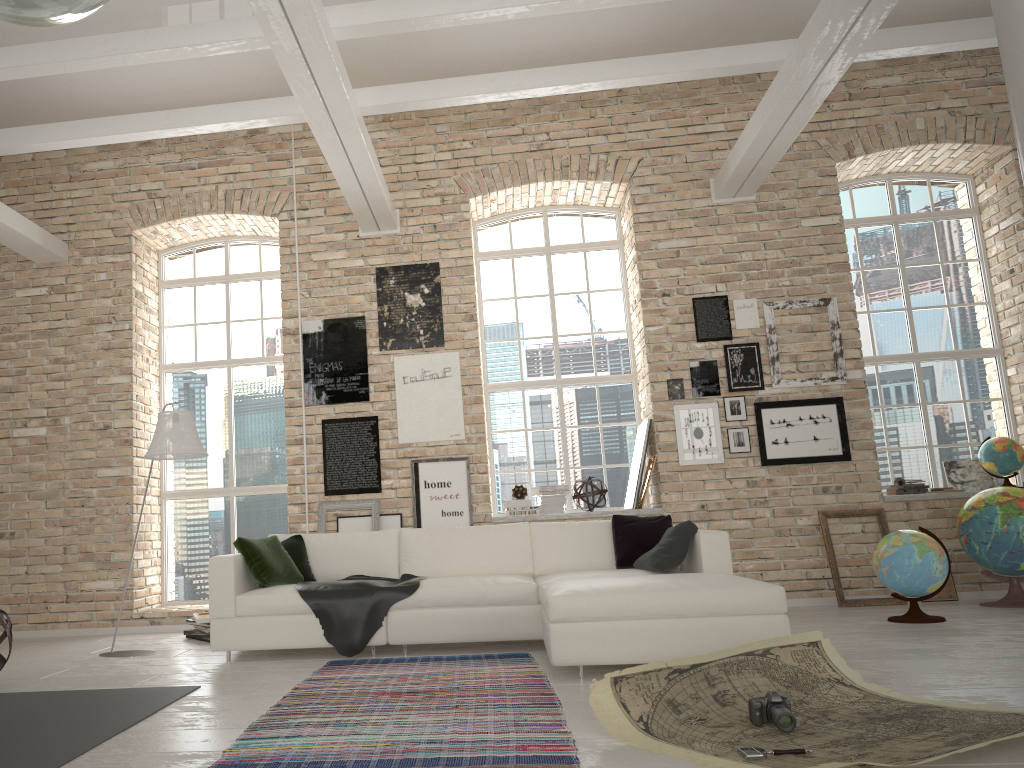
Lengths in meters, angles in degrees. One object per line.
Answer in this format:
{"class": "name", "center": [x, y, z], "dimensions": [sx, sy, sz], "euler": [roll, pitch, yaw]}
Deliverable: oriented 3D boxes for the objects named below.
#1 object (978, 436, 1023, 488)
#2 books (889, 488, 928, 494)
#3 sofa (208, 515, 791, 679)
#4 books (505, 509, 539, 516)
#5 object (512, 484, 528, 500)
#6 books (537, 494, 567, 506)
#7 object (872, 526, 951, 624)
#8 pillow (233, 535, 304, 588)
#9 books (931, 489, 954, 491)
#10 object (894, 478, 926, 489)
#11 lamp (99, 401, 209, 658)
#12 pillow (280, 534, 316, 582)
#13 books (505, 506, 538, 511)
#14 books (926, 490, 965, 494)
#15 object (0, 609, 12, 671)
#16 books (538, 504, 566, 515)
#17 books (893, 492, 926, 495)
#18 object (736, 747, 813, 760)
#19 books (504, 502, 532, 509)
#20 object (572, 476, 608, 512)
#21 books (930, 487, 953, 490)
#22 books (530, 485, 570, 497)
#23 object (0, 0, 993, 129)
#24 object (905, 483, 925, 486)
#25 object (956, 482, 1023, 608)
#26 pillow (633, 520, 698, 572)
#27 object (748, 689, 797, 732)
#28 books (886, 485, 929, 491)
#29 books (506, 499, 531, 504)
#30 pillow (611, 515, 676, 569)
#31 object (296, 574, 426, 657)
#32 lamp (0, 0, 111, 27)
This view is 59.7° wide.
{"class": "object", "center": [4.118, 0.662, 7.479], "dimensions": [0.338, 0.466, 0.321], "euler": [-5, -9, 8]}
{"class": "books", "center": [3.322, 0.902, 7.507], "dimensions": [0.257, 0.030, 0.201], "euler": [-4, -9, 3]}
{"class": "sofa", "center": [-0.309, 1.296, 5.545], "dimensions": [3.327, 0.843, 2.138], "euler": [-4, -9, 5]}
{"class": "books", "center": [0.083, 1.124, 7.770], "dimensions": [0.278, 0.048, 0.217], "euler": [-3, -9, 0]}
{"class": "object", "center": [0.069, 0.955, 7.861], "dimensions": [0.151, 0.138, 0.134], "euler": [-9, -11, 30]}
{"class": "books", "center": [0.358, 1.047, 8.049], "dimensions": [0.238, 0.088, 0.317], "euler": [-3, -9, -3]}
{"class": "object", "center": [2.695, 1.284, 6.016], "dimensions": [0.477, 0.632, 0.417], "euler": [-13, -13, 43]}
{"class": "pillow", "center": [-1.667, 1.210, 6.103], "dimensions": [0.323, 0.344, 0.392], "euler": [-9, -10, 27]}
{"class": "books", "center": [3.524, 0.867, 7.296], "dimensions": [0.102, 0.014, 0.138], "euler": [0, -9, -16]}
{"class": "object", "center": [3.360, 0.835, 7.521], "dimensions": [0.447, 0.090, 0.101], "euler": [6, -13, -44]}
{"class": "lamp", "center": [-2.586, 1.041, 6.446], "dimensions": [1.068, 1.779, 0.421], "euler": [-11, -12, 37]}
{"class": "pillow", "center": [-1.637, 1.266, 6.371], "dimensions": [0.384, 0.366, 0.334], "euler": [4, -12, -40]}
{"class": "books", "center": [0.083, 1.088, 7.776], "dimensions": [0.273, 0.024, 0.217], "euler": [-3, -9, 0]}
{"class": "books", "center": [3.535, 0.882, 7.286], "dimensions": [0.231, 0.022, 0.173], "euler": [-4, -9, 4]}
{"class": "object", "center": [-3.175, 1.490, 5.153], "dimensions": [0.515, 0.544, 0.566], "euler": [0, -10, -21]}
{"class": "books", "center": [0.364, 1.129, 8.034], "dimensions": [0.243, 0.088, 0.310], "euler": [-4, -9, 7]}
{"class": "books", "center": [3.324, 0.927, 7.498], "dimensions": [0.259, 0.025, 0.199], "euler": [-4, -9, 5]}
{"class": "object", "center": [0.847, 1.178, 2.850], "dimensions": [0.229, 0.019, 0.096], "euler": [-3, -9, 2]}
{"class": "books", "center": [0.048, 1.062, 7.797], "dimensions": [0.199, 0.041, 0.198], "euler": [-1, -9, -11]}
{"class": "object", "center": [0.675, 0.954, 7.730], "dimensions": [0.303, 0.308, 0.309], "euler": [-3, -9, -6]}
{"class": "books", "center": [3.518, 0.856, 7.306], "dimensions": [0.128, 0.013, 0.106], "euler": [0, -10, -21]}
{"class": "books", "center": [0.342, 0.963, 8.057], "dimensions": [0.295, 0.085, 0.236], "euler": [-1, -9, -15]}
{"class": "object", "center": [0.022, -1.143, 3.073], "dimensions": [10.263, 4.808, 11.701], "euler": [-4, -9, 2]}
{"class": "object", "center": [3.326, 0.853, 7.504], "dimensions": [0.216, 0.021, 0.156], "euler": [-4, -9, 4]}
{"class": "object", "center": [3.698, 1.199, 6.607], "dimensions": [0.627, 0.926, 0.682], "euler": [0, -10, -22]}
{"class": "pillow", "center": [0.979, 1.033, 5.702], "dimensions": [0.337, 0.306, 0.420], "euler": [-2, -9, -8]}
{"class": "object", "center": [0.951, 1.182, 3.231], "dimensions": [0.151, 0.124, 0.167], "euler": [-4, -9, 3]}
{"class": "books", "center": [3.330, 0.876, 7.511], "dimensions": [0.259, 0.026, 0.202], "euler": [-3, -9, -1]}
{"class": "books", "center": [0.052, 1.027, 7.801], "dimensions": [0.182, 0.030, 0.178], "euler": [-2, -9, -8]}
{"class": "pillow", "center": [0.906, 1.084, 6.120], "dimensions": [0.433, 0.391, 0.238], "euler": [-5, -9, 5]}
{"class": "object", "center": [-0.994, 1.526, 5.947], "dimensions": [0.903, 0.465, 0.768], "euler": [-4, -9, 2]}
{"class": "lamp", "center": [-1.108, -1.570, 2.043], "dimensions": [0.523, 1.602, 0.480], "euler": [-7, -10, 17]}
